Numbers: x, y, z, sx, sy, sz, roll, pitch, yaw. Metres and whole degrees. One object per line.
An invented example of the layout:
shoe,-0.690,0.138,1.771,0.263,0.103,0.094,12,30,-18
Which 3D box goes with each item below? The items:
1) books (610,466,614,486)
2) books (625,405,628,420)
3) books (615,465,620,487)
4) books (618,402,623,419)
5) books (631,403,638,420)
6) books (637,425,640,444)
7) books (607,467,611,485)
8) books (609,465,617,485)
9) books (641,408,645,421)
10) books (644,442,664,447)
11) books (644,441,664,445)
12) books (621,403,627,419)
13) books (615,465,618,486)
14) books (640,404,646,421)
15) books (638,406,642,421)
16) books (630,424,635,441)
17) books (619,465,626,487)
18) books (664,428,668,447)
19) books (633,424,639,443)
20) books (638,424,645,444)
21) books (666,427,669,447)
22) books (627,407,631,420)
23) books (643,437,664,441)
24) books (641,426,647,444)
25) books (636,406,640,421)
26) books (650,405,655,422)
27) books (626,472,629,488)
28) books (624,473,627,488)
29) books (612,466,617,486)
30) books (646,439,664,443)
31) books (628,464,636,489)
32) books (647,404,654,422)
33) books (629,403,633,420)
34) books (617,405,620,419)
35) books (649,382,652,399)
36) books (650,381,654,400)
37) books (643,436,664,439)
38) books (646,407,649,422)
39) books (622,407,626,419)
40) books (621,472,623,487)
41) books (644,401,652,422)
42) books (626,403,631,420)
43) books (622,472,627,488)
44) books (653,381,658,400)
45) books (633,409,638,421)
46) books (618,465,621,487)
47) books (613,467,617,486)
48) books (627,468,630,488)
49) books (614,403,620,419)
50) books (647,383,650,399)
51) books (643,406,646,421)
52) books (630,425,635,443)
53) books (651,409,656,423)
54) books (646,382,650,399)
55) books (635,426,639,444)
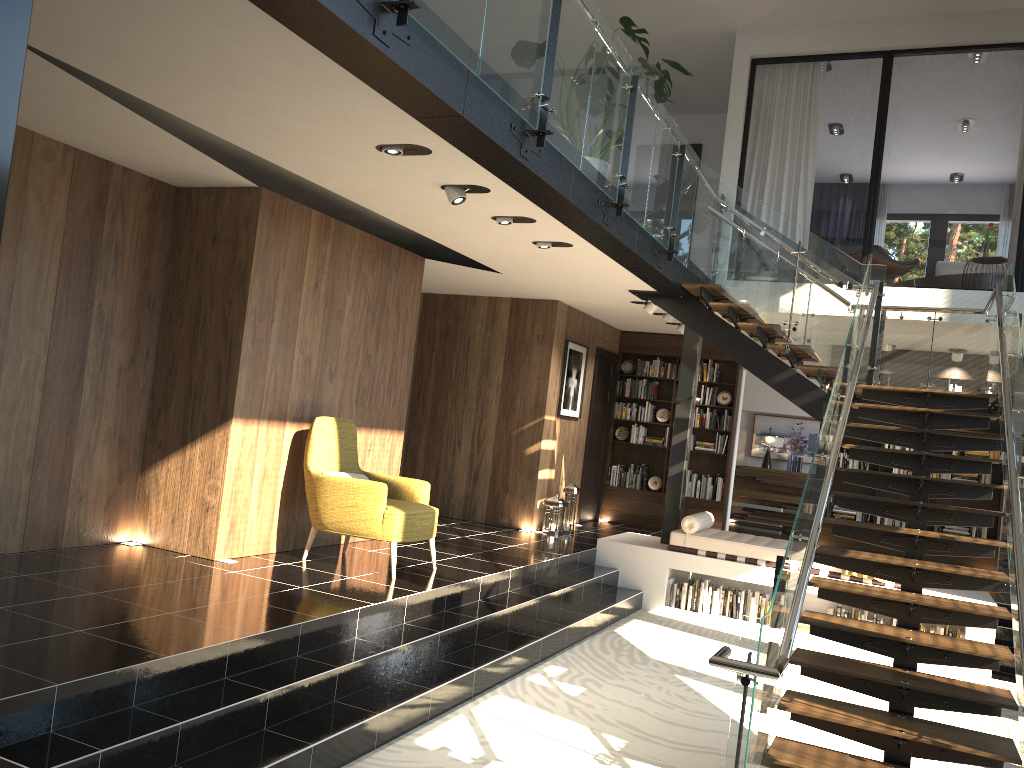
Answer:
books,1.445,1.297,12.535,0.014,0.282,0.233,6,-2,24
books,1.640,0.404,12.555,0.018,0.208,0.126,6,-2,24
books,1.514,1.291,12.488,0.015,0.306,0.223,6,-2,24
books,1.553,0.379,12.543,0.022,0.235,0.194,6,-2,24
books,1.727,0.396,12.472,0.026,0.237,0.164,6,-2,24
books,1.793,0.707,12.431,0.024,0.265,0.148,6,-2,24
books,1.404,1.305,12.580,0.032,0.261,0.195,6,-2,24
books,1.437,1.295,12.573,0.032,0.288,0.180,6,-2,24
books,1.852,0.430,12.415,0.025,0.193,0.172,6,-2,24
books,1.982,0.843,12.335,0.262,0.032,0.155,6,-3,26
books,1.987,0.817,12.338,0.266,0.021,0.152,6,-3,23
books,1.590,0.387,12.577,0.018,0.232,0.123,6,-2,24
books,1.503,1.292,12.499,0.016,0.304,0.218,6,-2,24
books,1.839,0.404,12.435,0.020,0.243,0.154,6,-2,24
books,1.810,0.419,12.418,0.016,0.205,0.205,6,-2,24
books,1.706,0.700,12.477,0.020,0.264,0.152,6,-2,24
books,1.557,1.298,12.498,0.020,0.304,0.189,6,-2,24
books,2.147,0.744,12.271,0.032,0.261,0.157,6,-2,24
books,1.738,0.696,12.435,0.018,0.275,0.144,6,-2,24
books,1.816,0.703,12.412,0.032,0.279,0.133,6,-2,24
books,2.161,0.732,12.238,0.018,0.286,0.157,6,-2,24
books,1.666,0.418,12.504,0.035,0.180,0.165,6,-2,24
books,1.987,0.765,12.329,0.293,0.016,0.175,6,-3,23
books,1.850,0.720,12.415,0.030,0.253,0.138,6,-2,24
books,1.793,0.414,12.464,0.053,0.216,0.151,6,-2,24
books,1.964,0.417,12.393,0.023,0.244,0.133,6,-2,24
books,1.647,1.347,12.443,0.026,0.222,0.209,6,-2,24
books,1.625,1.354,12.464,0.029,0.206,0.167,6,-2,24
books,1.471,1.301,12.542,0.030,0.282,0.170,6,-2,24
books,1.990,0.790,12.339,0.243,0.033,0.142,6,-3,20
books,1.676,1.290,12.403,0.016,0.341,0.217,6,-2,24
books,1.936,0.405,12.382,0.021,0.260,0.197,6,-2,24
books,1.707,0.396,12.503,0.036,0.235,0.170,6,-2,24
books,1.532,0.400,12.582,0.045,0.192,0.164,6,-2,24
books,1.955,0.100,12.411,0.024,0.242,0.144,6,-2,24
books,1.980,0.093,12.406,0.025,0.263,0.147,6,-2,24
books,1.986,0.749,12.322,0.292,0.013,0.187,6,-3,27
books,1.920,0.429,12.401,0.018,0.210,0.157,6,-2,24
books,1.604,0.419,12.547,0.037,0.169,0.149,6,-2,24
books,1.585,1.348,12.504,0.035,0.212,0.159,6,-2,24
books,1.901,0.389,12.396,0.018,0.284,0.198,6,-2,24
books,1.656,0.391,12.542,0.019,0.236,0.139,6,-2,24
books,1.592,1.344,12.450,0.021,0.217,0.221,6,-2,24
books,2.008,0.094,12.394,0.035,0.266,0.133,6,-2,24
books,1.751,0.434,12.472,0.026,0.167,0.173,6,-2,24
books,1.543,1.298,12.511,0.018,0.301,0.196,6,-2,24
books,1.481,1.307,12.502,0.022,0.269,0.216,6,-2,24
books,1.665,1.319,12.425,0.017,0.282,0.233,6,-2,24
books,1.502,0.381,12.604,0.030,0.224,0.166,6,-2,24
books,1.935,0.104,12.414,0.014,0.230,0.172,6,-2,24
books,1.887,0.424,12.426,0.027,0.214,0.159,6,-2,24
books,1.712,0.702,12.434,0.026,0.257,0.192,6,-2,24
books,1.973,0.449,12.374,0.015,0.181,0.136,6,-2,24
books,1.921,0.098,12.434,0.028,0.240,0.148,6,-2,24
books,1.769,0.716,12.448,0.031,0.245,0.120,6,-2,24
